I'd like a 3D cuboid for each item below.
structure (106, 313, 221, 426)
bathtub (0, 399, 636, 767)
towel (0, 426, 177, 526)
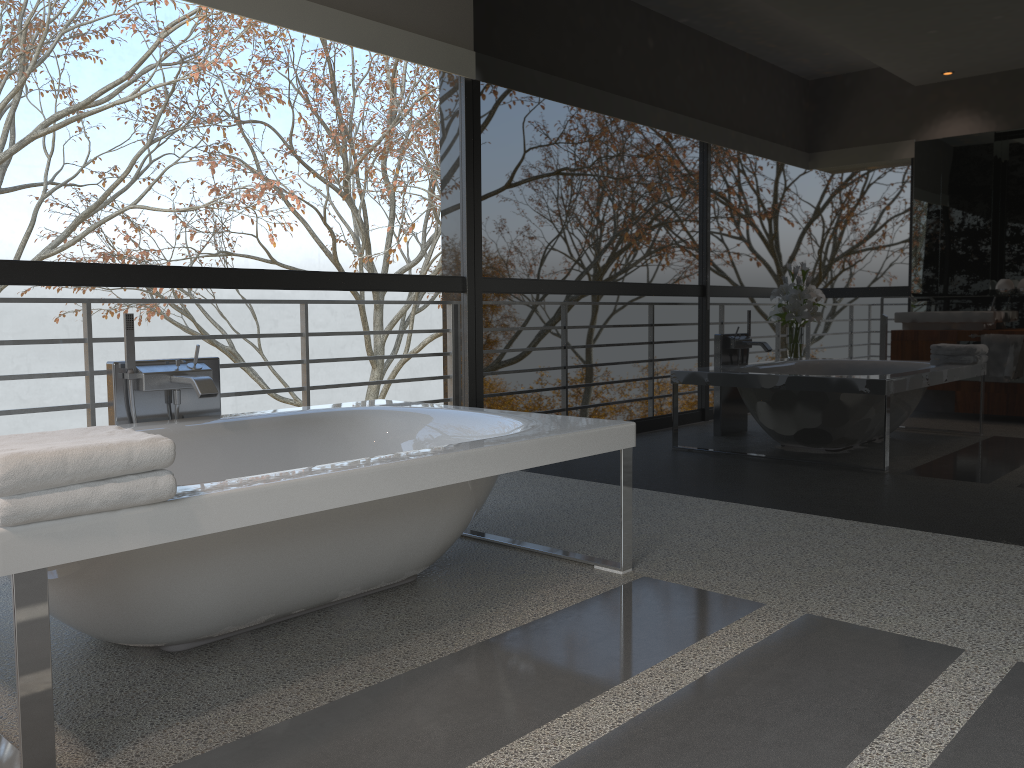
[{"bbox_3d":[-1.150,0.193,3.130,0.330,0.884,0.402,3,5,42],"label":"structure"},{"bbox_3d":[-0.728,0.409,2.705,1.328,0.504,1.959,4,6,42],"label":"bathtub"},{"bbox_3d":[-0.868,0.176,1.737,0.322,0.145,0.305,-5,6,-45],"label":"towel"}]
